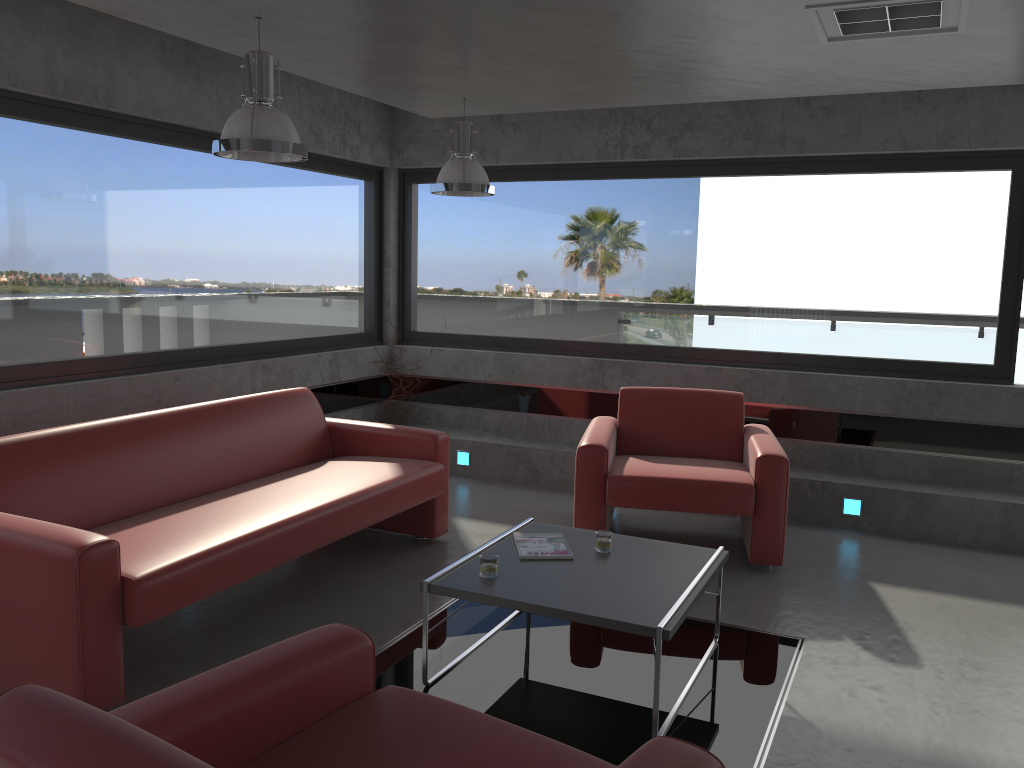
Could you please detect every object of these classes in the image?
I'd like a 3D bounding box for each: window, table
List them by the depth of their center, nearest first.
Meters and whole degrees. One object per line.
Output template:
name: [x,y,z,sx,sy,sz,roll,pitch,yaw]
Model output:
table: [0.295,0.957,3.707,0.994,0.436,1.018,5,8,25]
window: [-2.849,-0.676,4.008,0.003,1.364,7.800,5,8,25]
window: [1.162,-0.930,6.721,4.583,1.364,0.003,5,8,25]

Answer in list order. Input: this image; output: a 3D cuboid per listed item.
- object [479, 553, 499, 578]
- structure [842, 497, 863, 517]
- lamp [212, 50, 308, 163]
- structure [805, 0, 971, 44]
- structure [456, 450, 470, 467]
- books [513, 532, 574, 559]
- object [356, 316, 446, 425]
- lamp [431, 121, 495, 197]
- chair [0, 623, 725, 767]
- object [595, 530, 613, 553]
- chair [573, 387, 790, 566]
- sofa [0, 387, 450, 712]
object: [-0.092,0.724,3.535,0.079,0.077,0.079,2,7,8]
structure: [2.219,0.802,5.784,0.123,0.123,0.004,5,8,25]
lamp: [-1.055,-1.167,3.712,0.389,0.422,0.388,5,8,25]
structure: [1.482,-1.544,3.468,0.563,0.240,0.563,5,8,25]
structure: [-0.384,0.587,6.985,0.123,0.123,0.004,5,8,25]
books: [0.134,0.709,3.908,0.228,0.022,0.326,1,7,-5]
object: [-0.836,0.151,6.409,0.531,1.289,0.466,7,9,37]
lamp: [-0.292,-1.357,5.331,0.388,0.422,0.389,3,8,14]
chair: [-0.306,0.941,1.781,1.196,0.854,1.130,6,9,35]
object: [0.403,0.690,3.887,0.079,0.077,0.079,6,9,33]
chair: [1.019,0.505,5.411,1.196,0.854,1.130,3,7,10]
sofa: [-1.353,0.581,4.385,1.120,0.854,2.626,5,8,25]
